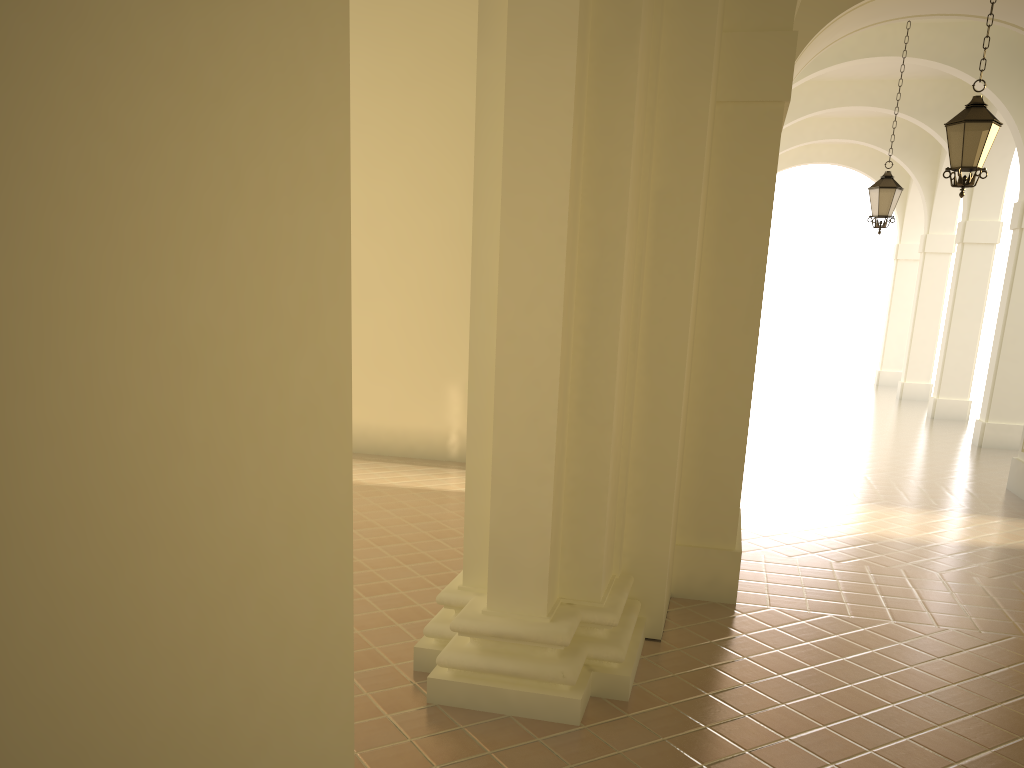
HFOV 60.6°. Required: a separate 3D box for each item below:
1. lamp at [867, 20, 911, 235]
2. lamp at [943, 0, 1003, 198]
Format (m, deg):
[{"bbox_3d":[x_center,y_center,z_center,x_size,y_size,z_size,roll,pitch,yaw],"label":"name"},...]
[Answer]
[{"bbox_3d":[5.555,-3.888,12.667,0.508,3.437,0.427,6,15,13],"label":"lamp"},{"bbox_3d":[4.346,-3.430,7.916,0.442,3.437,0.491,-2,15,-16],"label":"lamp"}]
